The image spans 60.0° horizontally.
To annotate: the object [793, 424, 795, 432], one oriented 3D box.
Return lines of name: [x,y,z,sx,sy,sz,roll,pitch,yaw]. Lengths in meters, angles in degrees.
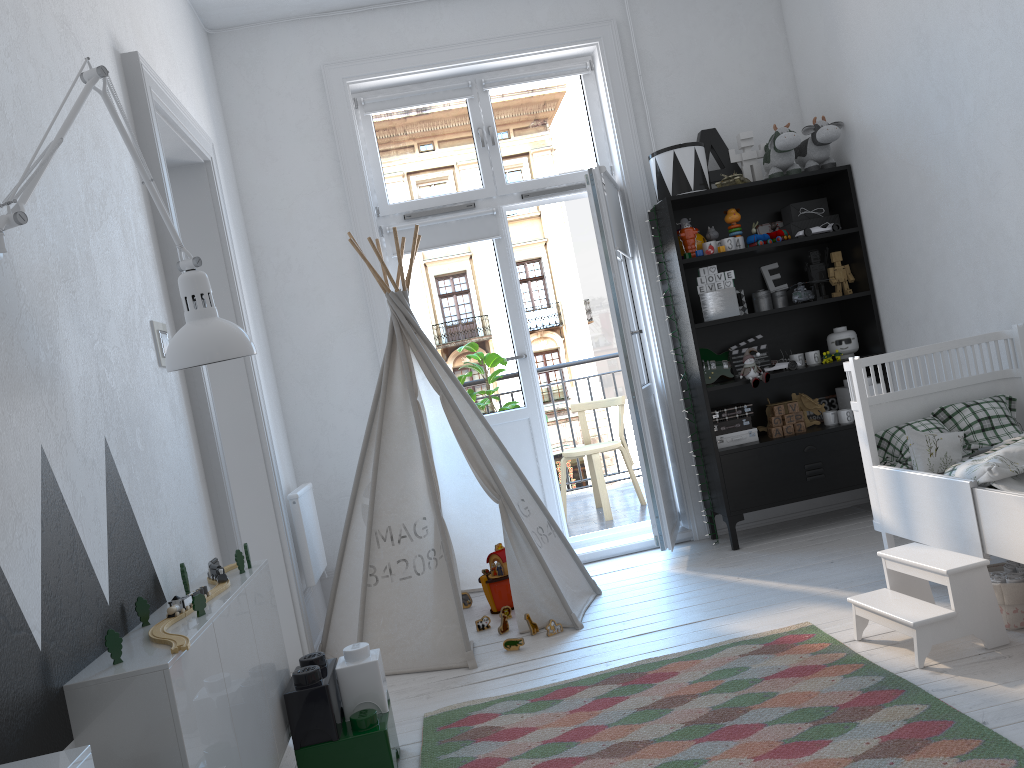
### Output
object: [1.390,0.207,4.332,0.050,0.050,0.050,-11,1,-6]

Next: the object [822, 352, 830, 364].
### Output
object: [1.499,-0.125,4.241,0.031,0.054,0.042,-10,1,45]

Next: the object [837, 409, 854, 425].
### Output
object: [1.603,0.157,4.260,0.067,0.067,0.067,-11,1,8]

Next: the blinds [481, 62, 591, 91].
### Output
blinds: [0.125,-1.584,4.563,0.565,0.060,0.032,-11,1,-6]

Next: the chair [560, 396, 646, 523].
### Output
chair: [0.530,0.471,5.649,0.437,0.715,0.497,-10,1,39]

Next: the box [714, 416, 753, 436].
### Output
box: [1.039,0.206,4.328,0.215,0.062,0.179,-11,1,-6]

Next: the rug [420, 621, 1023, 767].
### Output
rug: [0.444,0.905,1.879,1.319,0.016,2.029,-11,0,-5]

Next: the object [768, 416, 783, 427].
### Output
object: [1.272,0.180,4.282,0.050,0.050,0.050,-11,1,-6]

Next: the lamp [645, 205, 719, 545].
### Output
lamp: [1.271,-0.128,4.396,0.985,1.684,0.095,-11,1,-8]

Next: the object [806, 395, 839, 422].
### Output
object: [1.528,0.140,4.511,0.347,0.120,0.034,-11,1,-6]

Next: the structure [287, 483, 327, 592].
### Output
structure: [-0.907,0.688,4.010,0.075,0.460,0.635,-11,1,-9]

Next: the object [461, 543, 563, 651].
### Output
object: [0.006,0.838,3.693,0.385,0.284,0.857,-11,1,-14]

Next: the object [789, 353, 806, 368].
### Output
object: [1.395,-0.112,4.331,0.067,0.067,0.067,-11,1,8]

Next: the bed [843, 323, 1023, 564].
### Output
bed: [1.664,0.245,2.614,0.670,0.833,1.404,-11,1,-6]

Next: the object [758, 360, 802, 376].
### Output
object: [1.278,-0.079,4.280,0.231,0.048,0.098,-11,1,19]

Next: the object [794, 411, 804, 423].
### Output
object: [1.379,0.159,4.300,0.050,0.050,0.050,-11,1,-6]

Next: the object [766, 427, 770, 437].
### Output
object: [1.276,0.230,4.317,0.050,0.050,0.050,-11,1,-6]

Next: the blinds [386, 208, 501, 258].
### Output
blinds: [-0.346,-0.771,4.514,0.565,0.158,0.032,-11,1,-6]

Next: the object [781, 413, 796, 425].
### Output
object: [1.329,0.169,4.267,0.050,0.050,0.050,-11,1,-6]

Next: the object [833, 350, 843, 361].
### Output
object: [1.568,-0.139,4.271,0.042,0.054,0.031,-10,1,40]

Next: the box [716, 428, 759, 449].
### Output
box: [1.069,0.263,4.331,0.215,0.062,0.179,-11,1,-6]

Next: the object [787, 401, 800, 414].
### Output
object: [1.358,0.113,4.285,0.050,0.050,0.050,-11,1,14]

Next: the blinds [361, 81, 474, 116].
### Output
blinds: [-0.479,-1.452,4.503,0.565,0.087,0.032,-11,1,-6]

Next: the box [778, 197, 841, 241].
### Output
box: [1.475,-0.810,4.400,0.251,0.189,0.179,-11,1,-6]

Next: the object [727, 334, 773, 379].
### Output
object: [1.184,-0.137,4.421,0.200,0.199,0.048,-11,1,-6]

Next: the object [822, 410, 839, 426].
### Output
object: [1.549,0.167,4.309,0.067,0.067,0.067,-11,1,8]

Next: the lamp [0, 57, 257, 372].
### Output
lamp: [-0.848,-0.341,1.821,0.200,0.656,0.651,-11,1,28]

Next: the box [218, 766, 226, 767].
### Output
box: [-0.540,0.748,1.355,0.202,0.206,0.199,-11,1,-6]

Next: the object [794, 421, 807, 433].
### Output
object: [1.389,0.208,4.273,0.050,0.050,0.050,-11,1,24]

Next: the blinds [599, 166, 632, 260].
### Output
blinds: [0.515,-0.819,4.315,0.032,0.390,0.565,-11,1,14]

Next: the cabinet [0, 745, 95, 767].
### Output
cabinet: [-0.554,0.710,0.682,0.182,0.454,0.970,-11,1,-6]

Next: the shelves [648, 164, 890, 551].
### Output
shelves: [1.303,-0.130,4.336,0.911,1.678,0.353,-11,1,-6]

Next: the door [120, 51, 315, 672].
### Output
door: [-1.174,0.112,3.364,0.505,2.177,1.466,-11,1,-21]

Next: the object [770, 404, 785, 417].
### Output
object: [1.280,0.128,4.275,0.050,0.050,0.050,-11,1,-6]

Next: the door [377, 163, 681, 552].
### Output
door: [0.120,-0.040,4.330,1.263,1.839,0.636,-11,1,-4]

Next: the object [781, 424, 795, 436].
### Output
object: [1.324,0.221,4.267,0.050,0.050,0.050,-11,1,-1]

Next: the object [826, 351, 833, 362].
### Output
object: [1.535,-0.133,4.298,0.042,0.054,0.031,-11,1,-5]

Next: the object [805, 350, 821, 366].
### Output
object: [1.457,-0.124,4.290,0.067,0.067,0.067,-11,1,8]

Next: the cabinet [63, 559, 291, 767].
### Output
cabinet: [-0.684,0.725,2.001,0.182,0.454,0.970,-11,1,-6]

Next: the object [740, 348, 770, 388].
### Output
object: [1.131,-0.077,4.148,0.110,0.186,0.129,-11,1,-19]

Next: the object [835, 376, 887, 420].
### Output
object: [1.716,0.067,4.352,0.132,0.199,0.267,-11,1,-6]

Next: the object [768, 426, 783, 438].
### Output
object: [1.266,0.232,4.261,0.050,0.050,0.050,-11,1,-6]

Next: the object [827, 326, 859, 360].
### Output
object: [1.625,-0.200,4.358,0.139,0.162,0.139,-11,1,-31]

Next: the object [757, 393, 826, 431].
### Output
object: [1.382,0.141,4.407,0.337,0.186,0.111,-11,1,9]

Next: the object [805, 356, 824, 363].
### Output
object: [1.489,-0.115,4.451,0.163,0.034,0.069,-11,1,-6]

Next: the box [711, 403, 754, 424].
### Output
box: [1.046,0.142,4.330,0.215,0.062,0.179,-11,1,-6]

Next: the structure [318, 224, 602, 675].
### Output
structure: [-0.375,0.174,3.746,1.142,1.750,1.144,-11,1,-30]

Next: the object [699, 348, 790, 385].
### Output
object: [1.148,-0.098,4.444,0.542,0.239,0.093,-11,1,-5]
